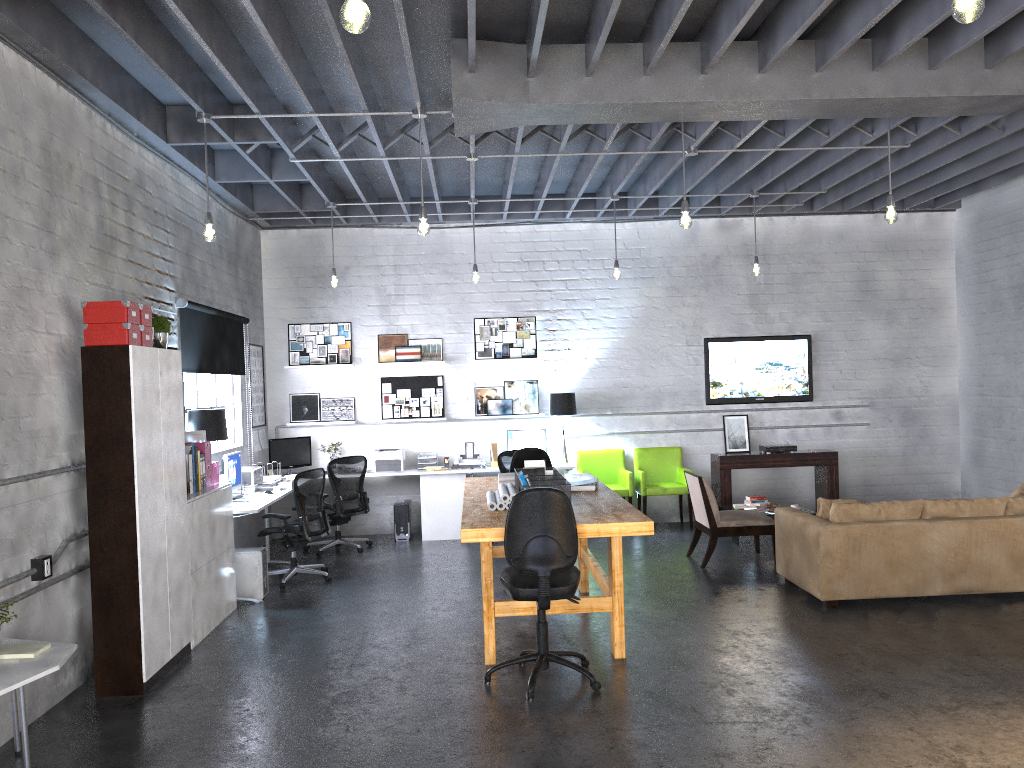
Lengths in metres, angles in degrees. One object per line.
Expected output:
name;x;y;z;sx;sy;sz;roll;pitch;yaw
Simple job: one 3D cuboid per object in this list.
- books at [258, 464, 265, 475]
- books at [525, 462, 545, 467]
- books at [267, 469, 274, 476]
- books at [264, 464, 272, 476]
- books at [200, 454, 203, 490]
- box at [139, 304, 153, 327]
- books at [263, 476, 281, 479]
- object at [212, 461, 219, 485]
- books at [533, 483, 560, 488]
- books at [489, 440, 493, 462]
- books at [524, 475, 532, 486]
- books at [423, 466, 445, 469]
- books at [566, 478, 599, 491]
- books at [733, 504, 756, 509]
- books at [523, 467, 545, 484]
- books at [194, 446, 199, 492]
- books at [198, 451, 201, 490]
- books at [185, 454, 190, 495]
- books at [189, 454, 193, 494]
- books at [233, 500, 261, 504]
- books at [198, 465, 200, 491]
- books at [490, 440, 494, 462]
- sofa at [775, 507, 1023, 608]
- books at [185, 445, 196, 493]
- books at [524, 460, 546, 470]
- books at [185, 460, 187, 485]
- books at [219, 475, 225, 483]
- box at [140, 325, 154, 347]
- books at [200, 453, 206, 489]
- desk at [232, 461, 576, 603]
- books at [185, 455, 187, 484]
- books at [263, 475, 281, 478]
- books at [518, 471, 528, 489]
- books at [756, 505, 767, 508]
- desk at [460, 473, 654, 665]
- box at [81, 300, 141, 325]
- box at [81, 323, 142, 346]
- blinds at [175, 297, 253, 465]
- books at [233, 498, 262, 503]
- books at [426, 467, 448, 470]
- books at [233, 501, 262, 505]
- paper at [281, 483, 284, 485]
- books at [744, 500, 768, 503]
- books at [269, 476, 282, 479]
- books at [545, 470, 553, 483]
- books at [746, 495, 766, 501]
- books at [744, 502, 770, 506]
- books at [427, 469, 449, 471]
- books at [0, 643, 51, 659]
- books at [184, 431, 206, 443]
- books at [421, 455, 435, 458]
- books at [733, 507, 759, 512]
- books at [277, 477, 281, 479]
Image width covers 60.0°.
books;-2.749;0.946;9.798;0.052;0.109;0.133;-2;0;12
books;0.184;0.711;6.923;0.158;0.200;0.082;-2;1;-3
books;-2.658;0.982;9.774;0.037;0.076;0.102;-2;0;12
books;-2.682;0.952;9.769;0.017;0.121;0.184;-2;0;12
books;-2.467;0.674;6.736;0.219;0.267;0.060;-2;1;3
box;-2.380;-0.418;5.459;0.268;0.133;0.206;-2;0;-2
books;-2.631;0.996;9.450;0.297;0.006;0.210;-2;0;-3
object;-2.481;0.719;7.108;0.214;0.177;0.161;-2;1;-2
books;0.204;0.721;6.206;0.232;0.027;0.185;-2;0;-30
books;-0.242;0.816;10.435;0.036;0.296;0.210;-2;1;-2
books;0.132;0.708;5.869;0.097;0.209;0.157;-2;1;-3
books;-0.886;0.952;10.110;0.211;0.014;0.148;-2;0;12
books;0.534;0.767;6.769;0.244;0.067;0.298;-2;0;7
books;2.476;1.300;9.439;0.223;0.027;0.161;-2;0;7
books;0.159;0.705;6.382;0.158;0.214;0.063;-2;1;-2
books;-2.444;0.635;6.611;0.197;0.339;0.065;-2;1;-2
books;-2.433;0.655;6.686;0.159;0.298;0.026;-2;1;-2
books;-2.429;0.657;6.423;0.170;0.293;0.057;-2;1;-2
books;-2.428;0.661;6.475;0.174;0.286;0.045;-2;1;-2
books;-2.308;1.020;7.681;0.209;0.012;0.158;-2;0;21
books;-2.435;0.671;6.660;0.161;0.266;0.026;-2;1;-2
books;-0.233;0.815;10.439;0.043;0.296;0.210;-2;1;-2
sofa;3.406;1.314;7.085;2.330;0.629;1.104;-2;0;-2
books;-2.438;0.631;6.551;0.176;0.346;0.053;-2;1;-2
books;0.186;0.704;6.954;0.171;0.210;0.046;-2;1;-2
books;-2.419;0.671;6.356;0.161;0.266;0.027;-2;1;-2
books;-2.593;0.923;7.742;0.172;0.243;0.026;-2;1;-2
box;-2.374;-0.287;5.461;0.270;0.131;0.206;-2;0;-2
books;-2.469;0.672;6.797;0.220;0.271;0.082;-2;1;-2
desk;-1.006;1.385;8.967;3.574;0.785;3.298;-2;0;-2
books;-2.429;0.655;6.382;0.159;0.298;0.026;-2;1;-2
books;-2.632;0.991;9.455;0.297;0.006;0.210;-2;0;-2
books;0.098;0.697;5.882;0.108;0.234;0.166;-2;1;-2
books;2.660;1.337;9.733;0.223;0.032;0.161;-2;0;-22
desk;0.216;1.274;6.507;1.115;0.926;2.831;-2;0;-2
box;-2.370;-0.417;5.250;0.270;0.131;0.206;-2;0;-2
box;-2.365;-0.288;5.253;0.270;0.131;0.206;-2;0;-2
blinds;-2.768;0.092;8.433;0.100;1.632;2.119;-2;0;-2
books;-2.304;1.009;7.685;0.212;0.010;0.170;-2;0;24
books;-0.860;0.966;10.115;0.211;0.014;0.148;-2;0;-28
books;-2.304;1.031;7.679;0.213;0.012;0.158;-2;0;23
paper;-2.324;1.036;9.222;0.159;0.001;0.115;-2;0;-19
books;2.675;1.283;9.732;0.208;0.024;0.144;-2;0;-17
books;-2.630;1.001;9.450;0.297;0.006;0.210;-2;0;0
books;0.227;0.716;6.416;0.143;0.188;0.061;-2;1;-2
books;2.673;1.251;9.724;0.185;0.041;0.129;-2;0;-8
books;2.687;1.308;9.729;0.161;0.026;0.223;-2;0;-33
books;-0.843;0.979;10.127;0.211;0.014;0.148;-2;0;-38
books;-2.380;1.285;4.260;0.248;0.021;0.176;-2;0;-3
books;-2.477;0.497;6.909;0.192;0.267;0.060;-2;1;-3
books;-0.992;0.852;10.435;0.134;0.008;0.203;-2;0;-19
books;2.486;1.336;9.418;0.174;0.045;0.240;-2;0;-13
books;-2.631;1.006;9.450;0.297;0.006;0.210;-2;0;-2
